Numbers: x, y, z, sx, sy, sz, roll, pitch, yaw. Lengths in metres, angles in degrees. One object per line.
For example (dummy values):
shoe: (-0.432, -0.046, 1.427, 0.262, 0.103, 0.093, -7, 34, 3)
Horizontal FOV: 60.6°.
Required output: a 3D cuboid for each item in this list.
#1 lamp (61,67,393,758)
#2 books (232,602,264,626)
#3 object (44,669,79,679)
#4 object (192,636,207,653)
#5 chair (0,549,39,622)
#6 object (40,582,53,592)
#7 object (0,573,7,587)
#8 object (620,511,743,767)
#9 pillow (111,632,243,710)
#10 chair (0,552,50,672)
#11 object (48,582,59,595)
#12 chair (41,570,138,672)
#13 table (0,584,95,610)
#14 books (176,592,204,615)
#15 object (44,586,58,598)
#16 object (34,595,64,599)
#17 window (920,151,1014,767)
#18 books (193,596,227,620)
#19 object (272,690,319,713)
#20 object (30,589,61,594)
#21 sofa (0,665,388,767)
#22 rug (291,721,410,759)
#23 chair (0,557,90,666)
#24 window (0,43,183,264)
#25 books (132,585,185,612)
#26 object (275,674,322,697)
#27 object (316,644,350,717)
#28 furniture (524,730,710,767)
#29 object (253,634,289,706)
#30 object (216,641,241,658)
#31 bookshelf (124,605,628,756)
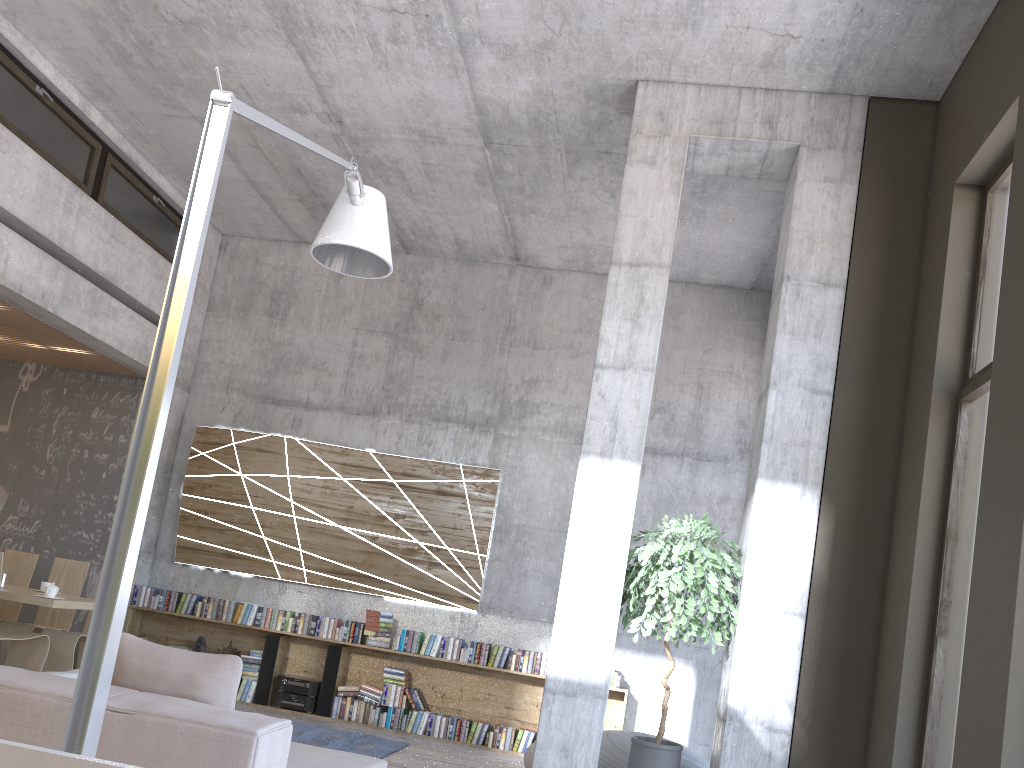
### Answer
lamp: (-1.123, 0.319, 3.440, 0.757, 3.347, 2.687, 10, -10, -3)
books: (-2.784, 2.428, 9.256, 0.248, 0.223, 0.194, 8, -10, 9)
object: (-2.692, 2.187, 5.876, 1.040, 0.491, 1.646, 2, -16, 27)
object: (-3.286, 2.767, 9.229, 0.145, 0.224, 0.139, 8, -9, 6)
chair: (-4.849, 2.087, 8.021, 0.348, 1.168, 0.740, 8, -9, 9)
object: (-4.113, 1.796, 7.742, 0.094, 0.086, 0.118, 15, -13, -26)
object: (-4.264, 1.642, 7.338, 0.053, 0.109, 0.052, 15, -10, -36)
object: (1.089, 1.767, 5.865, 1.013, 1.823, 0.976, 13, -9, -25)
pillow: (-1.362, 1.309, 3.506, 0.561, 0.545, 0.227, 7, -8, 11)
chair: (-3.987, 1.912, 6.845, 0.348, 1.168, 0.741, 8, -9, 13)
object: (-3.941, 1.757, 7.520, 0.089, 0.109, 0.125, 9, -11, 0)
chair: (-3.853, 2.219, 7.907, 0.348, 1.168, 0.740, 8, -9, 9)
table: (-6.107, 1.919, 7.638, 5.171, 0.904, 1.040, 7, -12, 8)
books: (-3.448, 2.356, 9.388, 0.199, 0.223, 0.194, 8, -10, 9)
object: (-3.667, 1.659, 6.974, 0.095, 0.086, 0.117, 18, -15, -36)
object: (-3.683, 1.701, 6.980, 0.185, 0.013, 0.190, 10, -15, -5)
window: (2.316, 0.586, 4.123, 0.209, 4.063, 9.477, 8, -14, 8)
books: (-3.207, 2.384, 9.343, 0.278, 0.216, 0.215, 8, -11, 7)
object: (-2.224, 3.298, 9.117, 0.439, 0.160, 0.302, 7, -13, 9)
object: (-4.112, 1.833, 7.732, 0.184, 0.013, 0.191, 6, -15, 12)
sofa: (-2.199, 1.799, 4.646, 2.988, 0.767, 3.102, 7, -15, 9)
rug: (-1.704, 2.864, 6.819, 1.158, 0.048, 3.005, 7, -15, 9)
chair: (-4.343, 2.171, 8.028, 0.348, 1.168, 0.739, 9, -9, 5)
window: (-4.083, -2.604, 5.640, 0.113, 0.592, 8.691, 8, -15, 9)
books: (-3.798, 2.311, 9.426, 0.488, 0.216, 0.221, 7, -11, 8)
object: (-2.199, 3.142, 9.130, 0.439, 0.157, 0.313, 7, -13, 9)
object: (-1.864, 3.098, 9.117, 0.152, 0.743, 0.279, 8, -8, 9)
furniture: (0.949, 3.142, 7.063, 1.632, 0.793, 1.838, -4, -19, 45)
object: (-2.530, 3.016, 9.214, 0.152, 0.743, 0.279, 8, -8, 9)
object: (-3.035, 3.000, 9.284, 0.350, 0.556, 0.197, 15, -9, -31)
bookshelf: (-1.515, 3.104, 9.059, 5.306, 0.788, 0.310, 7, -8, 8)
